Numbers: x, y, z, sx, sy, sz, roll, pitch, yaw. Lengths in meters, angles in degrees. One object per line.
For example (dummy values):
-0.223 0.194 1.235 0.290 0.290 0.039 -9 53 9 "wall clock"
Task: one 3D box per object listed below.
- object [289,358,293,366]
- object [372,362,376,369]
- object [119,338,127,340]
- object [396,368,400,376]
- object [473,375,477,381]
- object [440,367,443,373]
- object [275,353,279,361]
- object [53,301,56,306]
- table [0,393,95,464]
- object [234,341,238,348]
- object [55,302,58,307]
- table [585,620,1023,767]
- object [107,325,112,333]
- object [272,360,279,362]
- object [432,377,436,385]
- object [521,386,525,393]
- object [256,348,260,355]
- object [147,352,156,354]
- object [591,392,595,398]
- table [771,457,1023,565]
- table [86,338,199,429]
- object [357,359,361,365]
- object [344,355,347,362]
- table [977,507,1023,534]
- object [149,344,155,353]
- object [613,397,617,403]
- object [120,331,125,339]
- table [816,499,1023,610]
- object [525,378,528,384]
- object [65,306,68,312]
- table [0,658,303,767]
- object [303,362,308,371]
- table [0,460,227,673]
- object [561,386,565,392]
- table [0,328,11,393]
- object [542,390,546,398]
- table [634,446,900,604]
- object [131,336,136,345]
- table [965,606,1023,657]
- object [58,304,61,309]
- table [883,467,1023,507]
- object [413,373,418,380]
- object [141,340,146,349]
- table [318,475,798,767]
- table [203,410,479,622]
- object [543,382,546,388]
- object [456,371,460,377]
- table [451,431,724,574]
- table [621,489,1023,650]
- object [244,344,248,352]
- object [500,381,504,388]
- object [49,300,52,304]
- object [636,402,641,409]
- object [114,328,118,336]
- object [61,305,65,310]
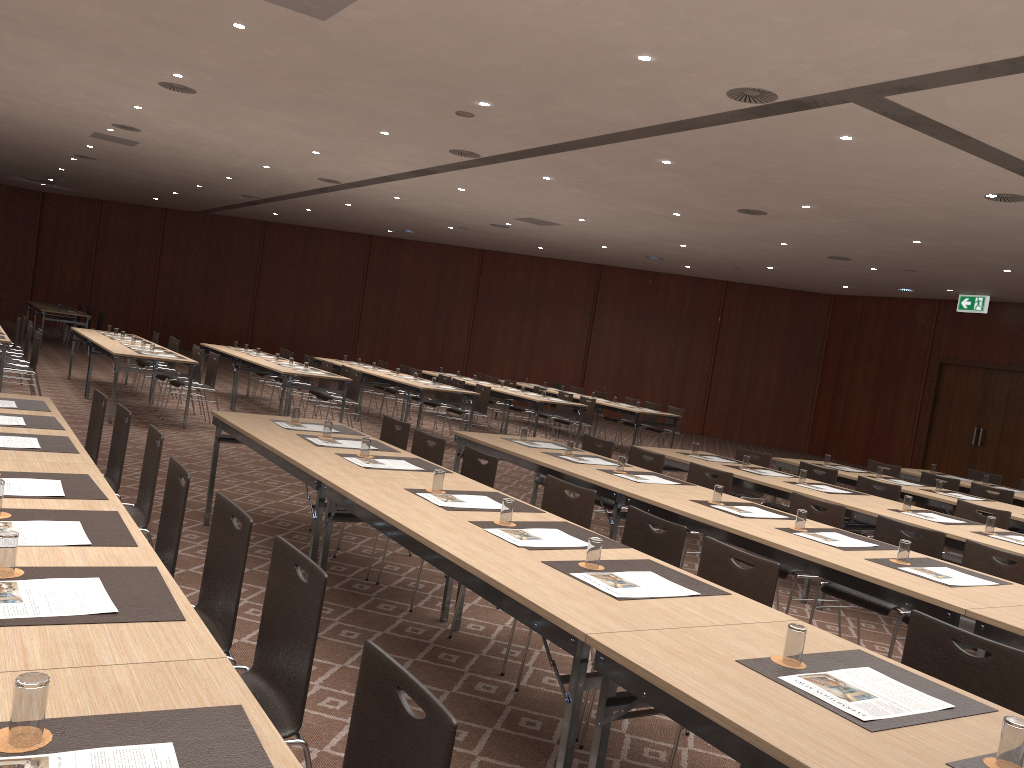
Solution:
-3.166 -0.319 12.705 0.054 0.114 0.054 6 4 -44 "object"
-2.358 -0.313 15.142 0.054 0.114 0.054 10 3 23 "object"
-5.701 -0.660 12.998 0.102 0.001 0.102 10 3 23 "object"
-1.844 -0.196 14.324 0.054 0.114 0.054 6 4 -44 "object"
-0.681 -0.110 16.226 0.054 0.114 0.054 10 3 23 "object"
-1.378 -0.267 17.315 0.054 0.114 0.054 10 3 23 "object"
-3.510 -0.397 13.251 0.054 0.114 0.054 6 4 -44 "object"
-11.336 -1.999 21.950 0.054 0.114 0.054 9 3 1 "object"
-2.916 0.584 4.667 0.953 0.833 2.264 7 3 -33 "table"
-4.715 -0.670 15.146 0.054 0.114 0.054 10 3 23 "object"
-10.993 -1.921 21.400 0.054 0.114 0.054 9 3 1 "object"
1.154 1.332 1.940 0.953 0.833 2.264 7 3 -33 "table"
-6.387 -0.873 14.066 0.054 0.114 0.054 10 3 23 "object"
-3.535 -0.343 13.258 0.102 0.001 0.102 6 4 -44 "object"
-1.164 -0.041 13.241 0.054 0.114 0.054 6 4 -44 "object"
0.179 0.085 14.873 0.054 0.114 0.054 6 4 -44 "object"
-4.025 -0.514 14.057 0.054 0.114 0.054 10 3 23 "object"
-4.503 -0.387 11.082 0.102 0.001 0.102 6 4 -44 "object"
1.508 0.210 16.493 0.054 0.114 0.054 6 4 -44 "object"
3.768 1.393 8.995 0.953 0.833 2.264 7 3 -33 "table"
-4.860 -0.035 11.486 0.953 0.833 2.264 7 3 -33 "table"
-2.703 -0.391 15.687 0.054 0.114 0.054 10 3 23 "object"
-3.047 -0.469 16.232 0.054 0.114 0.054 10 3 23 "object"
4.968 1.665 7.091 0.953 0.833 2.264 7 3 -33 "table"
-4.492 -0.443 11.072 0.054 0.114 0.054 6 4 -44 "object"
1.853 0.288 15.942 0.054 0.114 0.054 6 4 -44 "object"
-5.698 -0.717 12.981 0.054 0.114 0.054 10 3 23 "object"
3.297 1.463 6.009 0.953 0.833 2.264 7 3 -33 "table"
0.302 -0.064 18.398 0.054 0.114 0.054 10 3 23 "object"
-9.793 -1.648 19.491 0.054 0.114 0.054 10 3 23 "object"
-0.517 1.130 0.858 0.953 0.833 2.264 7 3 -33 "table"
-2.827 -0.242 12.162 0.054 0.114 0.054 6 4 -44 "object"
-1.717 0.857 2.762 0.953 0.833 2.264 7 3 -33 "table"
0.990 0.093 17.302 0.054 0.114 0.054 10 3 23 "object"
-6.531 -0.237 10.404 0.953 0.833 2.264 7 3 -33 "table"
0.519 0.163 14.326 0.054 0.114 0.054 6 4 -44 "object"
2.097 1.190 7.913 0.953 0.833 2.264 7 3 -33 "table"
-5.190 -0.600 12.160 0.054 0.114 0.054 6 4 -44 "object"
2.826 1.534 3.022 0.953 0.833 2.264 7 3 -33 "table"
-10.490 -1.805 20.576 0.054 0.114 0.054 10 3 23 "object"
5.439 1.595 10.077 0.953 0.833 2.264 7 3 -33 "table"
-1.503 -0.119 13.789 0.054 0.114 0.054 6 4 -44 "object"
-4.835 -0.521 11.631 0.054 0.114 0.054 6 4 -44 "object"
-0.045 1.059 3.844 0.953 0.833 2.264 7 3 -33 "table"
-1.245 0.786 5.749 0.953 0.833 2.264 7 3 -33 "table"
0.657 0.016 17.850 0.054 0.114 0.054 10 3 23 "object"
-1.016 -0.186 16.764 0.054 0.114 0.054 10 3 23 "object"
0.426 0.988 6.831 0.953 0.833 2.264 7 3 -33 "table"
1.626 1.261 4.927 0.953 0.833 2.264 7 3 -33 "table"
-4.379 -0.594 14.607 0.054 0.114 0.054 10 3 23 "object"
-0.170 0.006 15.419 0.054 0.114 0.054 6 4 -44 "object"
-11.690 -2.078 22.479 0.054 0.114 0.054 9 3 1 "object"
2.197 0.366 15.405 0.054 0.114 0.054 6 4 -44 "object"
-6.040 -0.795 13.530 0.054 0.114 0.054 10 3 23 "object"
-10.146 -1.727 20.040 0.054 0.114 0.054 10 3 23 "object"
